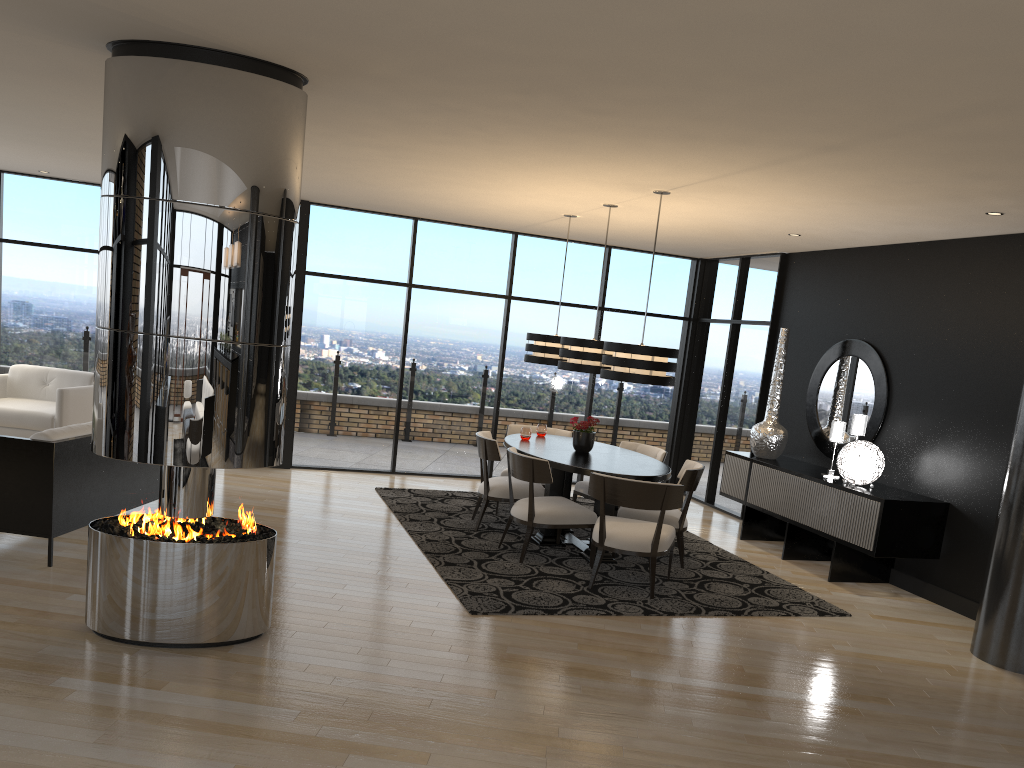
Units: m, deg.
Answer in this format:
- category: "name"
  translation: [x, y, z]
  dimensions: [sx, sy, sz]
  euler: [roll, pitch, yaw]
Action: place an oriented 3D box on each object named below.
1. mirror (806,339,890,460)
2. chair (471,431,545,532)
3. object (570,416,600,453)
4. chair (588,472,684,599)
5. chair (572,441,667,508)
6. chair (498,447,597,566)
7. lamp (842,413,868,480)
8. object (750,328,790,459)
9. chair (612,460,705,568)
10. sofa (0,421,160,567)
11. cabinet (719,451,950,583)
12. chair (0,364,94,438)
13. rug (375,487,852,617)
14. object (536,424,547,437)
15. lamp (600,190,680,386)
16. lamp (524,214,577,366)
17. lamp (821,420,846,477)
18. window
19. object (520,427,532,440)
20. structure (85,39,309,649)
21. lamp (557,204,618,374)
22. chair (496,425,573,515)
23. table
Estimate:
- category: "mirror"
  translation: [2.941, 0.142, 7.796]
  dimensions: [0.025, 1.090, 1.062]
  euler: [3, 7, -18]
- category: "chair"
  translation: [-0.040, 0.844, 7.470]
  dimensions: [0.617, 0.816, 0.634]
  euler: [5, 7, -8]
- category: "object"
  translation: [0.581, 0.406, 7.194]
  dimensions: [0.229, 0.302, 0.234]
  euler: [4, 7, -16]
- category: "chair"
  translation: [0.828, 1.021, 6.125]
  dimensions: [0.641, 0.816, 0.610]
  euler: [8, 7, 11]
- category: "chair"
  translation: [0.970, 0.937, 7.777]
  dimensions: [0.617, 0.816, 0.634]
  euler: [2, 8, -32]
- category: "chair"
  translation: [0.244, 0.924, 6.668]
  dimensions: [0.617, 0.816, 0.634]
  euler: [3, 7, -25]
- category: "lamp"
  translation: [2.829, 0.524, 7.278]
  dimensions: [0.123, 0.557, 0.131]
  euler: [12, 10, 34]
- category: "object"
  translation: [2.446, 0.091, 8.200]
  dimensions: [0.344, 1.224, 0.338]
  euler: [5, 8, -9]
- category: "chair"
  translation: [1.167, 1.005, 7.016]
  dimensions: [0.615, 0.816, 0.636]
  euler: [8, 7, 10]
- category: "sofa"
  translation: [-3.023, 0.591, 6.216]
  dimensions: [0.837, 0.812, 2.013]
  euler: [7, 4, 5]
- category: "cabinet"
  translation: [2.629, 1.149, 7.635]
  dimensions: [0.611, 0.775, 2.209]
  euler: [4, 4, -17]
- category: "chair"
  translation: [-4.444, 0.286, 8.241]
  dimensions: [1.000, 0.866, 0.846]
  euler: [7, 6, 4]
- category: "rug"
  translation: [0.494, 1.312, 7.395]
  dimensions: [2.722, 0.011, 3.676]
  euler: [5, 4, -18]
- category: "object"
  translation: [0.269, 0.419, 7.994]
  dimensions: [0.094, 0.107, 0.095]
  euler: [11, 8, 38]
- category: "lamp"
  translation: [0.968, -0.677, 6.219]
  dimensions: [0.537, 1.345, 0.528]
  euler: [4, 8, -19]
- category: "lamp"
  translation: [0.446, -0.836, 7.908]
  dimensions: [0.537, 1.345, 0.528]
  euler: [4, 8, -19]
- category: "lamp"
  translation: [2.717, 0.546, 7.431]
  dimensions: [0.132, 0.471, 0.123]
  euler: [7, 8, 4]
- category: "window"
  translation: [-1.451, -1.027, 2.244]
  dimensions: [10.139, 4.840, 15.705]
  euler: [6, 4, -9]
- category: "object"
  translation: [0.119, 0.427, 7.589]
  dimensions: [0.095, 0.107, 0.094]
  euler: [6, 6, -7]
- category: "structure"
  translation: [-1.545, -0.114, 4.294]
  dimensions: [0.893, 2.776, 0.578]
  euler: [5, 9, -8]
- category: "lamp"
  translation: [0.707, -0.756, 7.064]
  dimensions: [0.537, 1.345, 0.528]
  euler: [4, 8, -19]
- category: "chair"
  translation: [0.213, 0.825, 8.263]
  dimensions: [0.642, 0.816, 0.609]
  euler: [7, 7, 3]
- category: "table"
  translation: [0.540, 0.938, 7.274]
  dimensions: [1.211, 0.778, 2.080]
  euler: [5, 4, -16]
